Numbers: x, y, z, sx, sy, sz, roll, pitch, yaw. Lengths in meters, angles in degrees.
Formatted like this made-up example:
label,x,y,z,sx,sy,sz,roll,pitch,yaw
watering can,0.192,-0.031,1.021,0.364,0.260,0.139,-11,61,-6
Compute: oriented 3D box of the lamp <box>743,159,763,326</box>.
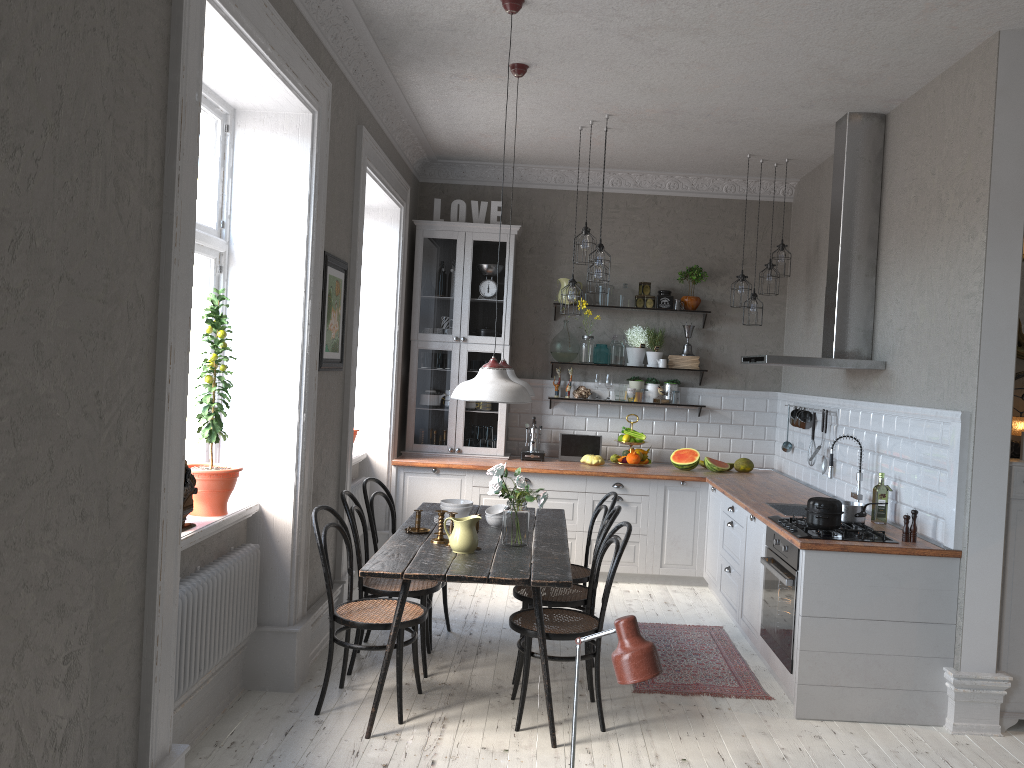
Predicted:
label,x,y,z,sx,sy,sz,roll,pitch,yaw
lamp,1.898,-1.318,6.811,0.149,1.735,0.144,2,1,-27

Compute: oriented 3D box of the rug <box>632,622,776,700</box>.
label,x,y,z,sx,sy,sz,roll,pitch,yaw
rug,0.997,1.565,5.110,0.736,0.014,1.289,3,1,2

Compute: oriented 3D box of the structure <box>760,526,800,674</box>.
label,x,y,z,sx,sy,sz,roll,pitch,yaw
structure,1.658,1.108,4.612,0.618,0.623,0.622,3,1,1

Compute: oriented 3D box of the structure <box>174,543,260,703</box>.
label,x,y,z,sx,sy,sz,roll,pitch,yaw
structure,-1.258,0.965,3.572,0.149,0.428,1.222,3,1,0

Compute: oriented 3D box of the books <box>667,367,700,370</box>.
label,x,y,z,sx,sy,sz,roll,pitch,yaw
books,1.450,-0.134,7.493,0.260,0.011,0.158,3,1,3

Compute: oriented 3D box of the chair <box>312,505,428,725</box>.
label,x,y,z,sx,sy,sz,roll,pitch,yaw
chair,-0.669,1.045,4.146,0.546,0.920,0.440,3,1,8

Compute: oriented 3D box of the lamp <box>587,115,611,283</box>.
label,x,y,z,sx,sy,sz,roll,pitch,yaw
lamp,0.616,-1.543,5.837,0.150,1.735,0.143,2,1,-42

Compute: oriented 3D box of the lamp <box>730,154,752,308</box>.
label,x,y,z,sx,sy,sz,roll,pitch,yaw
lamp,1.770,-1.445,6.674,0.144,1.735,0.149,4,1,33

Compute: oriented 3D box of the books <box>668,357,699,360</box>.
label,x,y,z,sx,sy,sz,roll,pitch,yaw
books,1.454,-0.210,7.492,0.258,0.016,0.159,3,1,13

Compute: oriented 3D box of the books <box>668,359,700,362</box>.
label,x,y,z,sx,sy,sz,roll,pitch,yaw
books,1.453,-0.200,7.492,0.260,0.011,0.158,3,1,6

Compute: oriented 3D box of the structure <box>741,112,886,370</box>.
label,x,y,z,sx,sy,sz,roll,pitch,yaw
structure,1.928,-0.906,5.625,0.713,1.595,0.712,3,1,1

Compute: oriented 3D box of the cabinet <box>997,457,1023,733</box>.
label,x,y,z,sx,sy,sz,roll,pitch,yaw
cabinet,2.654,1.028,4.385,0.666,1.297,0.384,3,1,0

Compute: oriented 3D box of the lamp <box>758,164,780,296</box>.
label,x,y,z,sx,sy,sz,roll,pitch,yaw
lamp,2.051,-1.565,6.912,0.143,1.735,0.150,4,1,43

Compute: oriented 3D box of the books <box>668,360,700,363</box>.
label,x,y,z,sx,sy,sz,roll,pitch,yaw
books,1.453,-0.189,7.492,0.260,0.011,0.158,3,1,3

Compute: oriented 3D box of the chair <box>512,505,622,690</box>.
label,x,y,z,sx,sy,sz,roll,pitch,yaw
chair,0.278,1.085,4.667,0.546,0.920,0.440,3,1,8

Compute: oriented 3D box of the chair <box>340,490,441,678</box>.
label,x,y,z,sx,sy,sz,roll,pitch,yaw
chair,-0.650,1.035,4.701,0.550,0.920,0.437,3,1,-2

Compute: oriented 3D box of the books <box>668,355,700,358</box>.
label,x,y,z,sx,sy,sz,roll,pitch,yaw
books,1.455,-0.232,7.492,0.260,0.011,0.158,3,1,6

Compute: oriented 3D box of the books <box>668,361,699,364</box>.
label,x,y,z,sx,sy,sz,roll,pitch,yaw
books,1.452,-0.178,7.493,0.260,0.011,0.158,3,1,6

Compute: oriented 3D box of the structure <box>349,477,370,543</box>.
label,x,y,z,sx,sy,sz,roll,pitch,yaw
structure,-1.155,0.918,6.106,0.149,0.428,1.222,3,1,0

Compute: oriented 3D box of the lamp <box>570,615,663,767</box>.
label,x,y,z,sx,sy,sz,roll,pitch,yaw
lamp,0.164,0.882,1.810,0.246,0.839,0.141,4,1,36

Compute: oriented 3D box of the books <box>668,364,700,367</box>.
label,x,y,z,sx,sy,sz,roll,pitch,yaw
books,1.451,-0.156,7.493,0.258,0.016,0.159,3,1,13

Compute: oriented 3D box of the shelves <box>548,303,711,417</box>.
label,x,y,z,sx,sy,sz,roll,pitch,yaw
shelves,0.980,-0.181,7.485,1.316,0.923,0.228,3,1,0

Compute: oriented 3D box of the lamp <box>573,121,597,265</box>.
label,x,y,z,sx,sy,sz,roll,pitch,yaw
lamp,0.534,-1.681,5.993,0.148,1.735,0.145,3,1,-12

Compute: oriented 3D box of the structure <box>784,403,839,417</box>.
label,x,y,z,sx,sy,sz,roll,pitch,yaw
structure,2.184,0.182,6.508,0.094,0.053,1.086,3,1,2

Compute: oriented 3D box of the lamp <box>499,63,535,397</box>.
label,x,y,z,sx,sy,sz,roll,pitch,yaw
lamp,-0.010,-0.863,4.996,0.377,1.858,0.381,3,1,9

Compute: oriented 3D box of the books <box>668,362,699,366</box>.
label,x,y,z,sx,sy,sz,roll,pitch,yaw
books,1.451,-0.167,7.493,0.259,0.016,0.159,3,1,9

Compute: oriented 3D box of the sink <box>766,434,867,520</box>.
label,x,y,z,sx,sy,sz,roll,pitch,yaw
sink,1.824,0.647,5.255,0.528,0.720,0.486,3,1,1

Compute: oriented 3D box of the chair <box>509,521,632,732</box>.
label,x,y,z,sx,sy,sz,roll,pitch,yaw
chair,0.261,1.095,4.133,0.550,0.920,0.437,3,1,-2

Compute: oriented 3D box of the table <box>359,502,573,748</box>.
label,x,y,z,sx,sy,sz,roll,pitch,yaw
table,-0.173,1.154,4.683,0.904,0.735,1.920,3,1,2

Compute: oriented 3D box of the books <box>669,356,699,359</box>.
label,x,y,z,sx,sy,sz,roll,pitch,yaw
books,1.454,-0.221,7.492,0.259,0.016,0.159,3,1,9

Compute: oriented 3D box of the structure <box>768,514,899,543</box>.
label,x,y,z,sx,sy,sz,roll,pitch,yaw
structure,1.651,0.743,4.610,0.496,0.031,0.606,3,1,1

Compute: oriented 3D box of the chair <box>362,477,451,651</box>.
label,x,y,z,sx,sy,sz,roll,pitch,yaw
chair,-0.612,1.027,5.188,0.544,0.920,0.442,3,1,13

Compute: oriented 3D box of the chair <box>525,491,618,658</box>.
label,x,y,z,sx,sy,sz,roll,pitch,yaw
chair,0.316,1.077,5.151,0.550,0.920,0.437,3,1,-2

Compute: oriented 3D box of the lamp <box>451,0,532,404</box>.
label,x,y,z,sx,sy,sz,roll,pitch,yaw
lamp,-0.047,-0.847,4.102,0.371,1.858,0.387,4,1,39

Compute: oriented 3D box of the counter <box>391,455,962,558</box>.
label,x,y,z,sx,sy,sz,roll,pitch,yaw
counter,0.636,0.695,5.904,3.161,0.039,3.391,3,1,1

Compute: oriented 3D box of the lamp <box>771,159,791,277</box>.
label,x,y,z,sx,sy,sz,roll,pitch,yaw
lamp,2.092,-1.687,6.740,0.149,1.735,0.144,2,1,-27

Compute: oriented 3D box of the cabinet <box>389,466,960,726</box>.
label,x,y,z,sx,sy,sz,roll,pitch,yaw
cabinet,1.072,1.126,6.061,2.030,0.854,4.106,2,2,-43

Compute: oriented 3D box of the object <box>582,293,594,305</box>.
label,x,y,z,sx,sy,sz,roll,pitch,yaw
object,0.639,-0.710,7.478,0.103,0.111,0.103,3,1,1

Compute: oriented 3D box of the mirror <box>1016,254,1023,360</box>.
label,x,y,z,sx,sy,sz,roll,pitch,yaw
mirror,2.750,-0.412,4.585,0.532,0.593,0.071,3,1,0

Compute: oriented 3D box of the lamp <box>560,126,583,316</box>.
label,x,y,z,sx,sy,sz,roll,pitch,yaw
lamp,0.455,-1.348,6.158,0.149,1.735,0.144,2,1,-32

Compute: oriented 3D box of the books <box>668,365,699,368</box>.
label,x,y,z,sx,sy,sz,roll,pitch,yaw
books,1.450,-0.146,7.493,0.260,0.011,0.158,3,1,6

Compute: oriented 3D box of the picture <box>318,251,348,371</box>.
label,x,y,z,sx,sy,sz,roll,pitch,yaw
picture,-0.966,-0.379,4.806,0.020,0.619,0.521,3,1,2

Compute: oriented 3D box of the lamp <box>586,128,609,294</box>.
label,x,y,z,sx,sy,sz,roll,pitch,yaw
lamp,0.638,-1.497,6.152,0.148,1.735,0.145,3,1,-12

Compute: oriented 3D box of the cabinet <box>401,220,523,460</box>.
label,x,y,z,sx,sy,sz,roll,pitch,yaw
cabinet,-0.407,-0.344,7.342,0.879,1.921,0.388,3,1,0

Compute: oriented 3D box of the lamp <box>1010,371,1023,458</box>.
label,x,y,z,sx,sy,sz,roll,pitch,yaw
lamp,2.605,0.212,4.467,0.447,0.558,0.173,3,1,8
